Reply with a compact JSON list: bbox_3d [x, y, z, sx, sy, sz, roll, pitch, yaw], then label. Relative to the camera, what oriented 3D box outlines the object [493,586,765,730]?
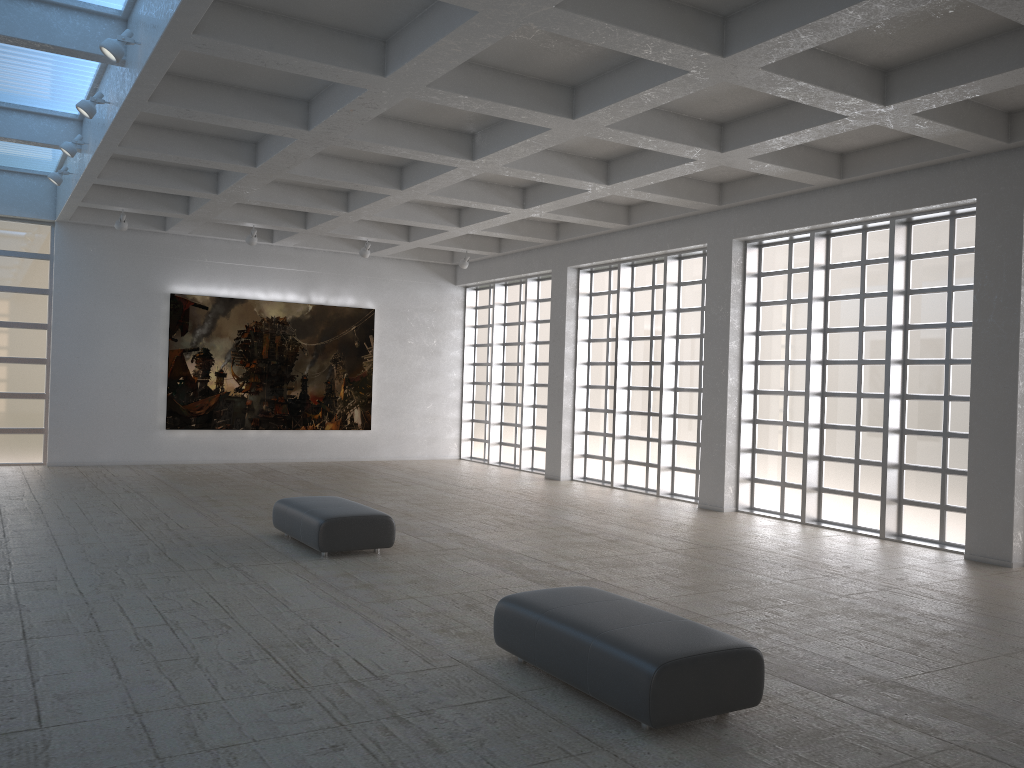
[{"bbox_3d":[1.213,3.035,10.182,1.616,0.828,3.044,2,0,-31],"label":"object"}]

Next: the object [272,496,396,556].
[{"bbox_3d":[-3.735,2.880,18.314,1.616,0.828,3.044,2,0,-31],"label":"object"}]
